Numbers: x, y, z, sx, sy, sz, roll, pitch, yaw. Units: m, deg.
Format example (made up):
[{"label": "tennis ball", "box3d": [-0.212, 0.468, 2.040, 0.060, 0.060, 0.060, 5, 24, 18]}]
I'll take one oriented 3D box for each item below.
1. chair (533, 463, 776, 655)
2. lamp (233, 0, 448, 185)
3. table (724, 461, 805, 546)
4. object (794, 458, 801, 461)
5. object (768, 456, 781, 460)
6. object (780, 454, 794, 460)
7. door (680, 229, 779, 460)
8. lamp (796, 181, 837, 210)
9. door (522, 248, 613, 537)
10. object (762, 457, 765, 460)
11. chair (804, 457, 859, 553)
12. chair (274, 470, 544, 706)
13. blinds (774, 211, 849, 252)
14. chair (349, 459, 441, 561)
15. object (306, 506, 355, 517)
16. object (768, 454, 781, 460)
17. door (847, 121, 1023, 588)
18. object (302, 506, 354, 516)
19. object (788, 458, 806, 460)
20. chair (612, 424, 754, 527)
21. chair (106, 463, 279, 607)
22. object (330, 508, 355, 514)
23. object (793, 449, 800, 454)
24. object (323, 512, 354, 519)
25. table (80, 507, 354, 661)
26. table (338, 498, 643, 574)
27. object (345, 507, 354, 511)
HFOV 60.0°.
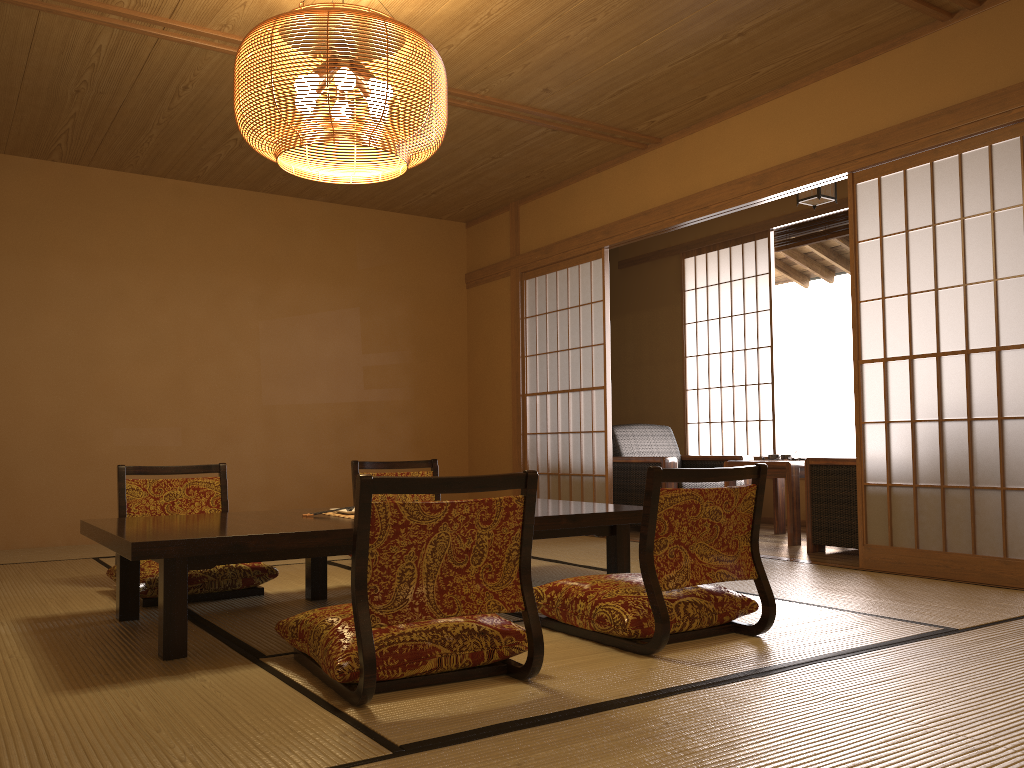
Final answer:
[{"label": "chair", "box3d": [0.430, 0.536, 2.918, 0.582, 0.546, 0.699, 2, -4, -34]}, {"label": "lamp", "box3d": [-0.645, -1.241, 3.386, 0.798, 0.825, 0.799, 0, -4, -9]}, {"label": "table", "box3d": [1.749, 0.739, 5.662, 0.540, 0.499, 0.540, 2, -4, -33]}, {"label": "object", "box3d": [1.769, 0.466, 5.494, 0.050, 0.018, 0.015, -4, -5, 43]}, {"label": "object", "box3d": [1.674, 0.480, 5.728, 0.130, 0.026, 0.038, -4, -5, 41]}, {"label": "object", "box3d": [1.789, 0.475, 5.761, 0.084, 0.037, 0.084, 3, -5, -41]}, {"label": "door", "box3d": [1.763, -0.237, 7.276, 0.040, 1.871, 0.993, 1, -4, -33]}, {"label": "lamp", "box3d": [1.870, -1.439, 5.466, 0.330, 0.681, 0.330, 1, -4, -33]}, {"label": "door", "box3d": [0.376, 0.083, 6.344, 0.040, 1.932, 0.993, 1, -4, -33]}, {"label": "object", "box3d": [1.646, 0.489, 5.801, 0.015, 0.018, 0.050, -1, -4, 9]}, {"label": "chair", "box3d": [2.240, 0.540, 4.848, 0.872, 0.778, 0.944, 2, -4, -33]}, {"label": "chair", "box3d": [-0.280, 0.510, 2.447, 0.582, 0.546, 0.687, 1, -4, -29]}, {"label": "blinds", "box3d": [2.594, -1.200, 6.147, 0.048, 0.594, 1.934, 1, -4, -33]}, {"label": "chair", "box3d": [-0.483, 0.652, 4.417, 0.582, 0.546, 0.687, 1, -4, -29]}, {"label": "object", "box3d": [-0.675, 0.481, 3.362, 0.229, 0.030, 0.006, 3, -5, -41]}, {"label": "object", "box3d": [1.732, 0.482, 5.843, 0.084, 0.037, 0.084, 0, -4, -5]}, {"label": "door", "box3d": [1.958, -0.106, 3.934, 0.040, 1.932, 0.993, 1, -4, -33]}, {"label": "object", "box3d": [-0.688, 0.483, 3.374, 0.229, 0.030, 0.006, 2, -4, -36]}, {"label": "object", "box3d": [1.816, 0.475, 5.602, 0.131, 0.015, 0.181, -1, -4, 12]}, {"label": "chair", "box3d": [1.147, 0.671, 6.515, 0.872, 0.778, 0.944, 2, -4, -33]}, {"label": "chair", "box3d": [-1.389, 0.620, 3.816, 0.582, 0.546, 0.699, 2, -4, -34]}, {"label": "object", "box3d": [-0.610, 0.490, 3.415, 0.130, 0.014, 0.180, 2, -5, -31]}, {"label": "object", "box3d": [1.812, 0.452, 5.753, 0.117, 0.068, 0.038, -2, -4, 22]}, {"label": "object", "box3d": [-0.487, 0.496, 3.400, 0.398, 0.003, 0.401, 2, -5, -33]}, {"label": "table", "box3d": [-0.898, 0.659, 3.109, 0.995, 0.356, 0.995, 2, -5, -33]}, {"label": "table", "box3d": [-0.067, 0.689, 3.656, 0.995, 0.356, 0.995, 2, -5, -33]}, {"label": "object", "box3d": [-0.626, 0.484, 3.413, 0.015, 0.018, 0.050, 2, -5, -36]}]
